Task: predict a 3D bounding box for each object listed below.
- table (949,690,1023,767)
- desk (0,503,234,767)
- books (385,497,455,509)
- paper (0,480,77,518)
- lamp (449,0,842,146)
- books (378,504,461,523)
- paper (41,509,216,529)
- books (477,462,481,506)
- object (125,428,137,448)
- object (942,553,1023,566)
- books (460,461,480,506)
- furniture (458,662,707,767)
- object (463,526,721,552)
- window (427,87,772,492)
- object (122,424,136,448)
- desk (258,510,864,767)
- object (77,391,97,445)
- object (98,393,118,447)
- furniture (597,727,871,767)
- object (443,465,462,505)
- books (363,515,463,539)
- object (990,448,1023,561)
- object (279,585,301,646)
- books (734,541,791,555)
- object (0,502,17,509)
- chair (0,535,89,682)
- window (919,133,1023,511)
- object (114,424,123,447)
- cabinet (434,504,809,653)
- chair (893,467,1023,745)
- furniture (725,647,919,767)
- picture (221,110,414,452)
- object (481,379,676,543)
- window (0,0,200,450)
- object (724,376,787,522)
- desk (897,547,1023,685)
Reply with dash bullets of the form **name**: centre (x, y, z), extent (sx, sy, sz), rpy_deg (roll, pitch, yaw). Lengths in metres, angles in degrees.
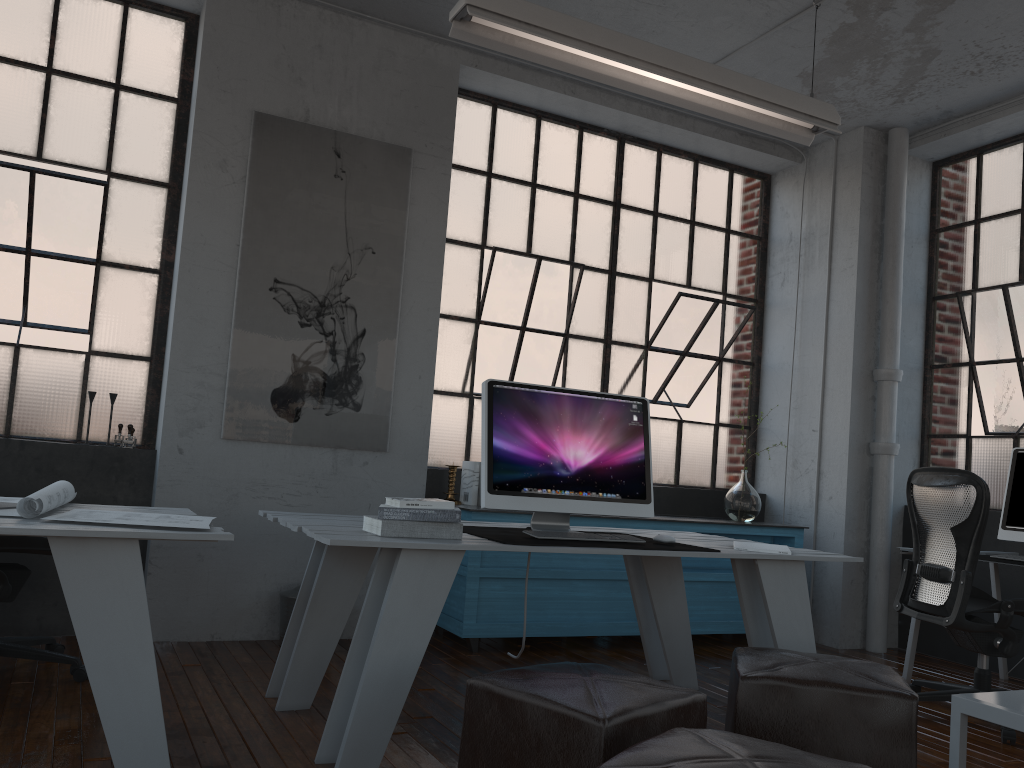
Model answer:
- **table**: centre (1.747, 1.029, 1.995), extent (0.992, 0.444, 0.973), rpy_deg (7, -6, -26)
- **desk**: centre (-1.920, 0.665, 2.373), extent (2.059, 0.696, 1.065), rpy_deg (7, -6, -26)
- **books**: centre (-0.299, 0.385, 2.865), extent (0.185, 0.030, 0.153), rpy_deg (7, -6, -25)
- **paper**: centre (-1.878, 0.303, 2.615), extent (1.076, 0.105, 0.976), rpy_deg (7, -6, -26)
- **lamp**: centre (0.635, -1.335, 3.719), extent (1.879, 0.205, 0.202), rpy_deg (7, -6, -26)
- **books**: centre (-0.296, 0.415, 2.849), extent (0.257, 0.044, 0.193), rpy_deg (5, -6, -6)
- **paper**: centre (-1.092, 0.392, 2.589), extent (0.429, 0.001, 0.485), rpy_deg (6, -6, -15)
- **books**: centre (-0.193, 0.552, 4.917), extent (0.053, 0.240, 0.173), rpy_deg (6, -5, -26)
- **object**: centre (-1.886, 0.267, 4.392), extent (0.058, 0.101, 0.032), rpy_deg (4, -4, 9)
- **object**: centre (2.570, 0.848, 4.128), extent (0.688, 0.008, 0.849), rpy_deg (7, -6, -24)
- **books**: centre (-0.234, 0.547, 4.908), extent (0.032, 0.238, 0.173), rpy_deg (6, -5, -26)
- **furniture**: centre (0.178, 0.962, 2.239), extent (0.480, 0.438, 0.481), rpy_deg (0, -7, 42)
- **object**: centre (0.226, 0.566, 3.256), extent (0.849, 0.008, 0.688), rpy_deg (7, -6, -24)
- **window**: centre (0.633, -0.497, 5.727), extent (2.594, 2.386, 0.670), rpy_deg (7, -5, -26)
- **object**: centre (-1.865, 0.254, 4.321), extent (0.058, 0.116, 0.032), rpy_deg (5, -4, -12)
- **desk**: centre (0.154, 0.924, 3.389), extent (2.079, 0.703, 1.076), rpy_deg (7, -6, -26)
- **object**: centre (-2.044, 0.165, 4.288), extent (0.085, 0.259, 0.085), rpy_deg (2, -5, 27)
- **object**: centre (-1.953, 0.175, 4.315), extent (0.085, 0.259, 0.085), rpy_deg (2, -5, 27)
- **furniture**: centre (0.429, 0.929, 1.679), extent (0.471, 0.430, 0.472), rpy_deg (1, -6, 33)
- **object**: centre (-0.335, 0.548, 4.920), extent (0.132, 0.236, 0.132), rpy_deg (2, -5, 30)
- **books**: centre (-0.323, 0.462, 2.860), extent (0.272, 0.050, 0.200), rpy_deg (7, -6, -26)
- **object**: centre (2.595, 0.567, 4.148), extent (0.377, 0.551, 0.715), rpy_deg (6, -5, -24)
- **object**: centre (-0.999, 1.124, 4.347), extent (0.292, 0.307, 0.293), rpy_deg (4, -5, 2)
- **books**: centre (0.956, 0.628, 3.399), extent (0.205, 0.019, 0.244), rpy_deg (3, -6, 14)
- **object**: centre (-1.698, 0.264, 2.631), extent (0.416, 0.182, 0.390), rpy_deg (4, -5, 4)
- **chair**: centre (-2.023, 0.573, 3.447), extent (0.770, 1.083, 0.794), rpy_deg (1, -6, 33)
- **window**: centre (3.278, -0.401, 4.692), extent (0.670, 2.386, 2.593), rpy_deg (6, -5, -26)
- **object**: centre (-1.927, 0.252, 4.354), extent (0.058, 0.116, 0.032), rpy_deg (2, -5, 25)
- **cabinet**: centre (0.636, 1.129, 5.162), extent (2.265, 0.731, 0.627), rpy_deg (7, -5, -26)
- **chair**: centre (2.076, 0.930, 3.944), extent (0.793, 1.083, 0.771), rpy_deg (6, -5, -22)
- **furniture**: centre (0.877, 1.038, 2.583), extent (0.502, 0.459, 0.505), rpy_deg (3, -5, 12)
- **picture**: centre (-0.977, -0.506, 4.568), extent (0.854, 1.647, 0.025), rpy_deg (6, -5, -26)
- **object**: centre (0.247, 0.285, 3.279), extent (0.715, 0.551, 0.377), rpy_deg (7, -5, -24)
- **window**: centre (-2.859, -0.929, 4.017), extent (2.594, 2.386, 0.670), rpy_deg (7, -5, -26)
- **object**: centre (1.562, 0.405, 5.587), extent (0.232, 0.938, 0.434), rpy_deg (8, -6, -44)
- **desk**: centre (2.613, 1.189, 4.136), extent (0.934, 0.687, 1.228), rpy_deg (7, -6, -26)
